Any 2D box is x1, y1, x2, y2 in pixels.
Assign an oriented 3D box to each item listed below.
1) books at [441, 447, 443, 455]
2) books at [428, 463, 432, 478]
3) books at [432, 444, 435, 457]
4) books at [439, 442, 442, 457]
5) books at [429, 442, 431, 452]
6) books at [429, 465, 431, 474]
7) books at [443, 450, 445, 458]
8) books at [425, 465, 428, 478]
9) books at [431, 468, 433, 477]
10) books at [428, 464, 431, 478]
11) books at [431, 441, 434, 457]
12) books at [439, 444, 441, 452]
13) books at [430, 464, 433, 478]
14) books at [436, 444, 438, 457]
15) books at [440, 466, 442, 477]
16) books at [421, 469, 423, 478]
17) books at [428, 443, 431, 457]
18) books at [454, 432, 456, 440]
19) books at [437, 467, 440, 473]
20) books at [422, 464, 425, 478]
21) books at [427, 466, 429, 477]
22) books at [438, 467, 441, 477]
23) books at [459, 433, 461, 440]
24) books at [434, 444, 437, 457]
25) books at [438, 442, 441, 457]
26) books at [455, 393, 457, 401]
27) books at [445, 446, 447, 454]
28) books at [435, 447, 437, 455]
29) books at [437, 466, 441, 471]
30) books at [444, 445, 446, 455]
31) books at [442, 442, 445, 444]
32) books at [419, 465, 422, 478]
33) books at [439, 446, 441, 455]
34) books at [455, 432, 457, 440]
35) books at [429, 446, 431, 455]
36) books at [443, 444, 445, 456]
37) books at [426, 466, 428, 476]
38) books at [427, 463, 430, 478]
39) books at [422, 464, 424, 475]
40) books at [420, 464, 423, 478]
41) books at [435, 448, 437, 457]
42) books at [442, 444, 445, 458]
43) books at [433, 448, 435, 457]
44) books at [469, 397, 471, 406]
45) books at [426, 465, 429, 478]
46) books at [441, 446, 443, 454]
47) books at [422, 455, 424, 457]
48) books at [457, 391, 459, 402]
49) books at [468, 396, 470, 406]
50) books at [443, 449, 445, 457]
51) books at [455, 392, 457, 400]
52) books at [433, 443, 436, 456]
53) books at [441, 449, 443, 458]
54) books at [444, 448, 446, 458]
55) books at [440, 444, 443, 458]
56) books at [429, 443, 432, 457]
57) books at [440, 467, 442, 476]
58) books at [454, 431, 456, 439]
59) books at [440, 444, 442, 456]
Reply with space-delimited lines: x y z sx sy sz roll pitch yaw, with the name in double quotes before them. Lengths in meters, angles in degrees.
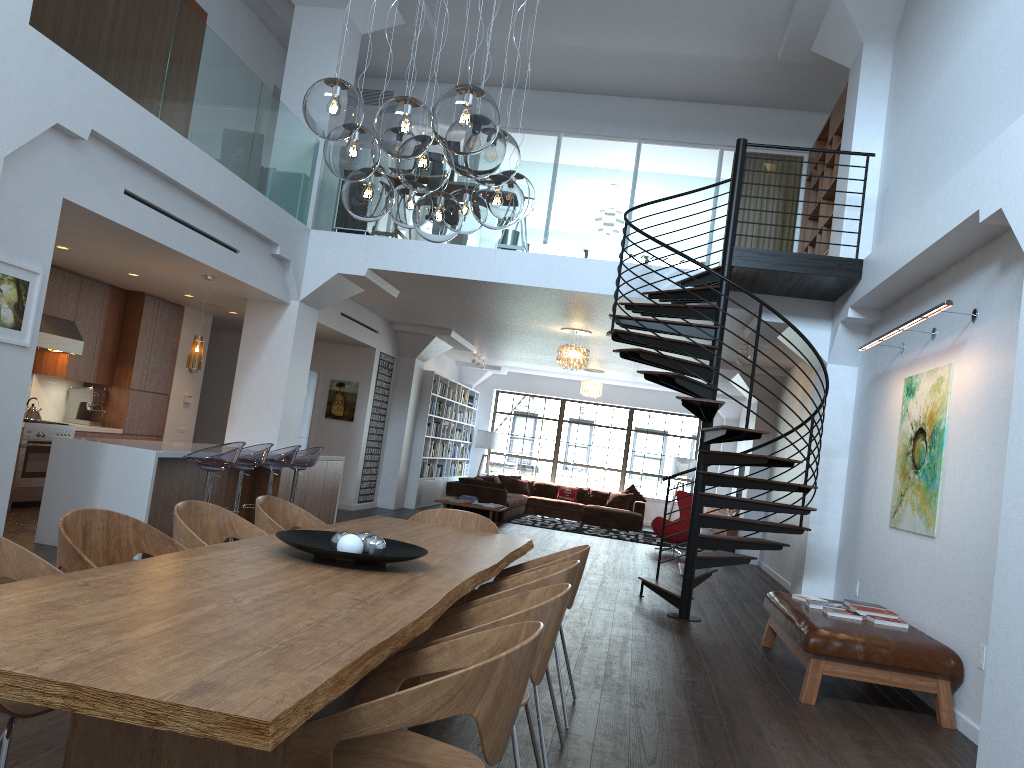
"books" -1.419 1.286 16.985 0.161 0.223 0.027 7 -4 8
"books" -1.579 1.575 16.258 0.180 0.259 0.042 7 -4 9
"books" -1.517 1.211 16.316 0.171 0.246 0.057 7 -4 9
"books" -1.440 1.237 16.826 0.176 0.290 0.053 7 -4 8
"books" -1.546 1.156 15.975 0.140 0.298 0.044 7 -4 9
"books" -1.583 1.576 16.218 0.160 0.251 0.039 7 -4 9
"books" -1.390 1.306 17.207 0.161 0.223 0.027 7 -4 8
"books" -1.614 1.566 15.952 0.161 0.223 0.032 7 -4 9
"books" -1.551 1.604 16.431 0.174 0.236 0.142 7 -4 8
"books" -1.586 1.575 16.179 0.171 0.246 0.039 7 -4 9
"books" -1.537 1.177 16.193 0.176 0.290 0.053 7 -4 9
"books" -1.446 1.252 16.760 0.160 0.250 0.026 7 -4 8
"books" -1.562 1.587 16.343 0.183 0.253 0.042 7 -4 9
"books" -1.480 1.231 16.564 0.183 0.253 0.034 7 -4 9
"books" -1.435 1.695 17.228 0.146 0.202 0.027 7 -4 9
"books" -1.653 1.537 15.633 0.161 0.223 0.032 7 -4 9
"books" -1.574 1.174 15.925 0.189 0.247 0.057 7 -4 9
"books" -1.222 1.033 18.035 0.134 0.184 0.029 7 -4 9
"books" -1.456 1.692 17.058 0.128 0.178 0.021 7 -4 9
"books" -1.648 1.532 15.753 0.180 0.251 0.048 7 -4 9
"books" -1.597 1.586 16.068 0.161 0.223 0.030 7 -4 8
"books" -1.454 1.687 17.088 0.139 0.191 0.036 7 -4 9
"books" -1.136 1.091 18.514 0.106 0.162 0.032 7 -4 9
"books" -1.499 1.219 16.430 0.183 0.253 0.034 7 -4 9
"books" -1.464 1.229 16.718 0.198 0.284 0.066 7 -4 8
"books" -1.188 0.226 17.659 0.174 0.236 0.136 7 -4 8
"books" -1.373 1.316 17.309 0.161 0.223 0.026 7 -4 8
"books" -1.498 1.221 16.463 0.183 0.253 0.034 7 -4 9
"books" -1.454 1.685 17.121 0.146 0.202 0.027 7 -4 9
"books" -1.391 1.293 17.239 0.183 0.253 0.034 7 -4 8
"books" -1.405 1.262 17.095 0.176 0.290 0.036 7 -4 8
"books" -1.675 1.526 15.516 0.161 0.223 0.032 7 -4 9
"books" -1.442 1.268 16.783 0.161 0.223 0.026 7 -4 8
"books" -1.197 1.053 18.127 0.120 0.167 0.019 7 -4 9
"books" -1.552 1.204 16.018 0.144 0.207 0.048 7 -4 9
"books" -1.399 1.282 17.141 0.180 0.259 0.060 7 -4 8
"books" -1.617 1.565 15.997 0.176 0.231 0.053 7 -4 9
"books" -1.599 1.563 16.108 0.183 0.253 0.042 7 -4 9
"books" -1.661 1.524 15.672 0.183 0.253 0.042 7 -4 9
"books" -1.667 1.522 15.559 0.174 0.240 0.054 7 -4 9
"books" -1.487 1.230 16.535 0.160 0.250 0.026 7 -4 9
"books" -1.403 1.278 17.058 0.183 0.253 0.034 7 -4 8
"books" -1.517 1.223 16.362 0.168 0.231 0.037 7 -4 9
"books" -0.992 0.349 19.114 0.183 0.253 0.042 7 -4 9
"books" -1.605 1.574 16.038 0.161 0.223 0.033 7 -4 9
"books" -1.425 1.270 16.944 0.171 0.246 0.057 7 -4 8
"books" -1.659 1.247 15.602 0.197 0.035 0.284 8 -4 -1
"books" -1.160 0.248 17.822 0.161 0.223 0.032 7 -4 9
"books" -1.001 0.341 19.027 0.183 0.253 0.042 7 -4 9
"books" -1.390 1.291 17.183 0.160 0.250 0.026 7 -4 8
"books" -1.198 0.209 17.574 0.183 0.253 0.042 7 -4 9
"books" -1.507 1.215 16.397 0.183 0.253 0.034 7 -4 9
"books" -1.420 1.280 17.021 0.174 0.240 0.045 7 -4 8
"books" -1.387 1.303 17.277 0.174 0.240 0.045 7 -4 8
"books" -1.428 1.263 16.900 0.183 0.253 0.034 7 -4 8
"books" -1.549 1.192 16.110 0.171 0.246 0.057 7 -4 9
"books" -1.442 1.688 17.146 0.146 0.202 0.027 7 -4 9
"books" -1.220 1.035 18.009 0.128 0.178 0.020 7 -4 9
"books" -1.436 1.260 16.867 0.183 0.253 0.034 7 -4 8
